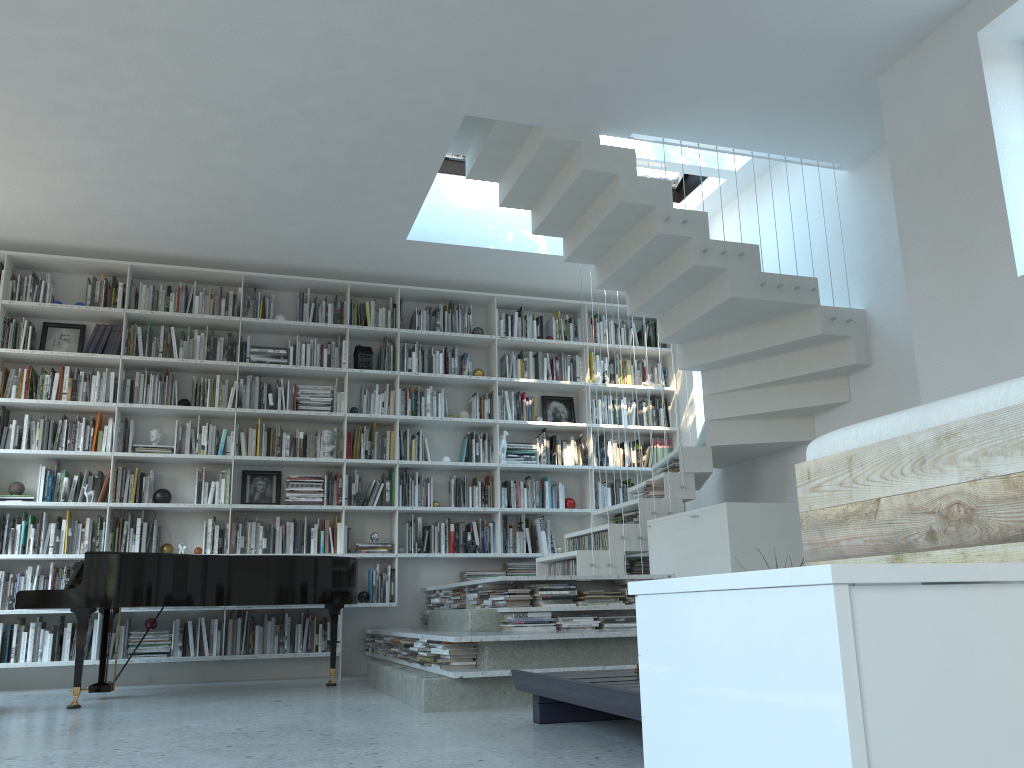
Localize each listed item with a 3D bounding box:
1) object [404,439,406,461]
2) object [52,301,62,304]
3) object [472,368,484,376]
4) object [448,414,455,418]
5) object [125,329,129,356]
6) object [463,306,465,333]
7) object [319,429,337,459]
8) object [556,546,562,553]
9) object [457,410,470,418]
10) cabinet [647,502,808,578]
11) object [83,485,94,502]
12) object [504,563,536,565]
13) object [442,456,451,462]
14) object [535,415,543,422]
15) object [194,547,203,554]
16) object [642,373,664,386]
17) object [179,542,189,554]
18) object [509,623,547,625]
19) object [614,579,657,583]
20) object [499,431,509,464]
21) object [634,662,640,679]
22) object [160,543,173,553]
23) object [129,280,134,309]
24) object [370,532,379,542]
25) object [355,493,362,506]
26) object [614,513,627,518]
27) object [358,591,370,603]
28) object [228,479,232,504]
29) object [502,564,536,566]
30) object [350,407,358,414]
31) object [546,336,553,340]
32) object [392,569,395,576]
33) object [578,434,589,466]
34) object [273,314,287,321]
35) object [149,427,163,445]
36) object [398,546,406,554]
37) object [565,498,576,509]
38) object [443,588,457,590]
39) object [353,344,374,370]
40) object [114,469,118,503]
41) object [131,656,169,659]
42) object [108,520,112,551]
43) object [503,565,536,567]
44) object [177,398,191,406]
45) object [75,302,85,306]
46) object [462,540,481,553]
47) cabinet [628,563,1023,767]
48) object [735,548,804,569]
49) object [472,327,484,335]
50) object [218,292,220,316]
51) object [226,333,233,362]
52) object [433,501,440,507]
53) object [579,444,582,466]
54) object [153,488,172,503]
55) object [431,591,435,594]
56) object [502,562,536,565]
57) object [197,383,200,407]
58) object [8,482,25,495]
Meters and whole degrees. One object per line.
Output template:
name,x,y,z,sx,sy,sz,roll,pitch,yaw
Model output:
object,-0.894,0.566,7.323,0.013,0.207,0.140,3,-15,-17
object,-3.465,-0.593,6.753,0.083,0.083,0.083,10,-18,-38
object,-0.288,-0.082,7.585,0.101,0.101,0.100,10,-18,-38
object,-0.514,0.290,7.481,0.068,0.068,0.068,10,-18,-38
object,-2.980,-0.283,6.871,0.012,0.253,0.161,3,-15,-17
object,-0.435,-0.517,7.747,0.006,0.297,0.130,3,-14,-17
object,-1.458,0.482,7.014,0.138,0.243,0.137,-12,-17,37
object,0.391,1.411,7.515,0.071,0.072,0.072,-10,-16,30
object,-0.412,0.281,7.542,0.112,0.112,0.112,10,-18,-38
cabinet,1.272,1.108,5.334,0.551,0.666,0.995,3,-15,-17
object,-3.057,0.792,6.399,0.082,0.139,0.044,8,-17,-33
object,0.072,1.504,7.402,0.254,0.005,0.161,3,-15,-16
object,-0.545,0.637,7.360,0.071,0.072,0.072,-10,-16,30
object,0.224,0.320,7.708,0.091,0.092,0.092,-10,-16,30
object,-2.344,1.250,6.628,0.061,0.062,0.061,-10,-16,30
object,1.273,-0.024,8.024,0.203,0.136,0.095,-1,-14,-2
object,-2.437,1.224,6.579,0.060,0.094,0.078,-1,-14,-1
object,0.084,1.374,5.082,0.204,0.004,0.140,2,-15,-14
object,0.794,1.206,5.468,0.284,0.030,0.177,3,-15,-17
object,-0.074,0.532,7.416,0.087,0.287,0.075,-6,-14,17
object,0.491,1.059,3.282,0.082,0.084,0.083,-1,-14,-3
object,-2.571,1.234,6.605,0.091,0.091,0.091,10,-18,-38
object,-2.989,-0.654,6.962,0.012,0.284,0.160,3,-15,-17
object,-1.082,1.206,6.991,0.071,0.072,0.072,-10,-16,30
object,-1.208,0.907,6.961,0.054,0.113,0.079,3,-15,-18
object,0.879,0.992,6.702,0.161,0.025,0.175,2,-15,-13
object,-1.145,1.646,6.844,0.093,0.094,0.094,-10,-16,30
object,-2.182,0.851,6.860,0.017,0.215,0.104,3,-15,-17
object,0.072,1.510,7.403,0.285,0.005,0.160,3,-15,-17
object,-1.279,0.222,7.175,0.071,0.072,0.072,-10,-16,30
object,0.331,-0.390,7.855,0.071,0.072,0.072,-10,-16,30
object,-0.930,1.587,6.965,0.011,0.259,0.142,3,-15,-17
object,0.619,0.576,7.648,0.087,0.287,0.075,-6,-14,17
object,-1.892,-0.517,7.229,0.105,0.105,0.105,10,-18,-38
object,-2.725,0.406,6.775,0.095,0.156,0.121,0,-14,-4
object,-0.889,1.335,7.106,0.071,0.072,0.072,-10,-16,30
object,0.489,1.036,7.616,0.115,0.116,0.115,10,-18,-38
object,-0.395,1.511,6.535,0.159,0.007,0.286,4,-15,-20
object,-1.230,-0.203,7.329,0.135,0.247,0.136,6,-16,-27
object,-2.948,0.780,6.626,0.012,0.269,0.131,3,-15,-17
object,-2.620,1.974,6.411,0.254,0.007,0.161,2,-15,-14
object,-2.948,1.139,6.523,0.012,0.253,0.161,3,-15,-17
object,0.072,1.521,7.400,0.254,0.005,0.161,3,-15,-17
object,-2.535,0.161,6.855,0.097,0.098,0.097,-10,-16,30
object,-3.315,-0.584,6.799,0.083,0.083,0.083,10,-18,-38
object,-0.323,1.310,7.134,0.161,0.113,0.065,7,-16,-29
cabinet,0.439,0.492,1.142,0.380,0.485,0.504,3,-15,-17
object,1.001,0.804,3.299,0.309,0.520,0.437,-4,-14,12
object,-0.295,-0.441,7.667,0.104,0.105,0.104,-10,-16,30
object,-2.363,-0.601,7.148,0.010,0.246,0.157,3,-15,-17
object,-2.213,-0.278,6.959,0.075,0.254,0.075,10,-17,-37
object,-0.630,0.997,7.279,0.071,0.072,0.072,-10,-16,30
object,0.580,0.645,7.768,0.022,0.211,0.179,3,-15,-17
object,-2.630,0.854,6.670,0.134,0.135,0.134,-10,-16,30
object,-0.556,1.668,7.088,0.131,0.024,0.291,3,-15,-15
object,0.075,1.497,7.395,0.285,0.005,0.160,2,-15,-12
object,-2.455,0.115,6.947,0.010,0.225,0.143,3,-15,-17
object,-3.571,0.758,6.392,0.105,0.106,0.105,10,-18,-38
